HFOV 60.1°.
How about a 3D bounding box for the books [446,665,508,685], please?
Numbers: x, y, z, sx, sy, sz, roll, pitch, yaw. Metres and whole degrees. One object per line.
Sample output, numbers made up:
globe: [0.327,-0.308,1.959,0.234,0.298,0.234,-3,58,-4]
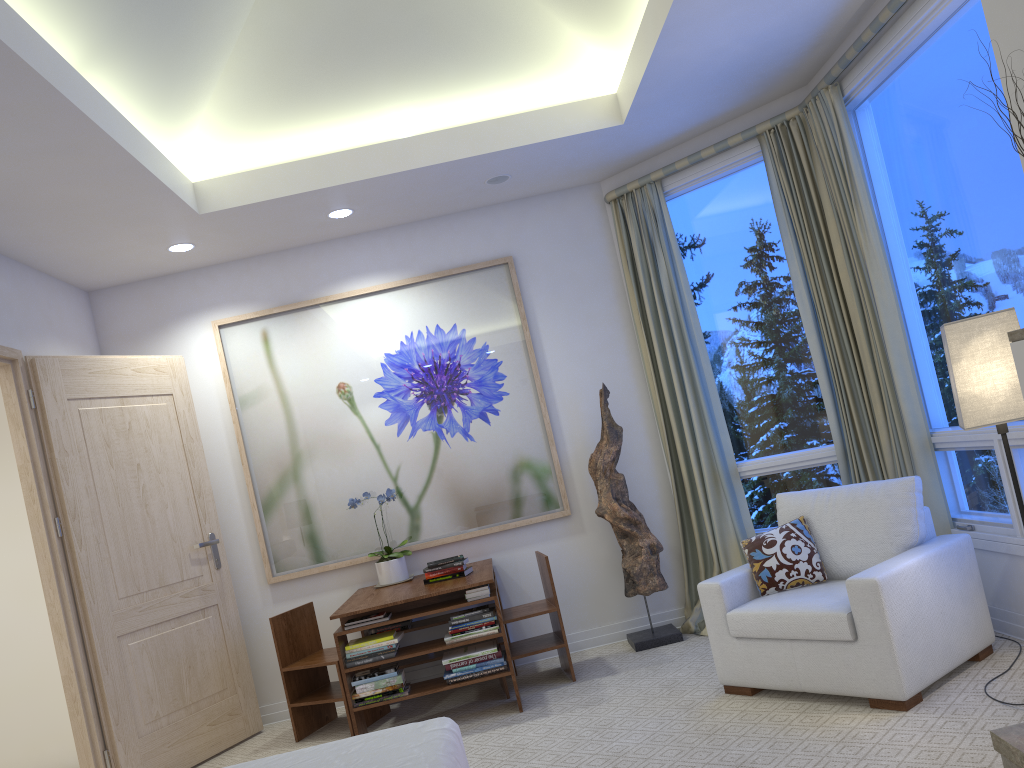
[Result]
books: [-0.158,1.299,4.025,0.276,0.032,0.193,-13,-5,-2]

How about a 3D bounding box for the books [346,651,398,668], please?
books: [-0.627,1.229,3.991,0.217,0.020,0.157,-13,-5,-2]

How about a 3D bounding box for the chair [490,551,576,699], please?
chair: [0.055,1.175,4.380,0.340,0.609,0.341,-12,-3,-8]

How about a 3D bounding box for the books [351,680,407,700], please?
books: [-0.594,1.360,3.970,0.233,0.022,0.142,-13,-5,-2]

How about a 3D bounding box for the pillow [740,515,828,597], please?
pillow: [1.086,0.690,3.563,0.285,0.271,0.187,-13,-3,7]

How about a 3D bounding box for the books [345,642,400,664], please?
books: [-0.627,1.209,3.990,0.234,0.019,0.144,-13,-5,-2]

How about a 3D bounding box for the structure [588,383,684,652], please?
structure: [0.595,0.679,4.675,0.305,1.391,0.264,-13,-2,-2]

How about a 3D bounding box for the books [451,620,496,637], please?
books: [-0.172,1.104,4.016,0.205,0.011,0.148,-13,-5,-2]

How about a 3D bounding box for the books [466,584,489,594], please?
books: [-0.157,0.923,4.012,0.103,0.013,0.143,-13,-5,-3]

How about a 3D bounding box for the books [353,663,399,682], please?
books: [-0.609,1.293,3.973,0.198,0.017,0.114,-13,-5,-2]

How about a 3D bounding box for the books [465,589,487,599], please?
books: [-0.156,0.942,4.017,0.111,0.022,0.154,-13,-5,-3]

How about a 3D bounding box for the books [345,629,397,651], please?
books: [-0.634,1.156,4.001,0.217,0.019,0.157,-13,-5,-2]

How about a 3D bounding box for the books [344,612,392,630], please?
books: [-0.647,1.069,3.998,0.201,0.015,0.140,-13,-5,-2]

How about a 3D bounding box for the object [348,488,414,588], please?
object: [-0.691,0.810,4.687,0.305,0.503,0.216,-13,-2,-3]

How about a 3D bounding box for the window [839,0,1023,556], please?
window: [1.743,-0.383,3.206,0.206,2.023,1.517,-13,-3,-3]

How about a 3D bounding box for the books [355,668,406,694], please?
books: [-0.587,1.331,3.971,0.208,0.036,0.145,-13,-5,-2]

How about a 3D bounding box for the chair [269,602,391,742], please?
chair: [-0.892,1.389,4.366,0.342,0.609,0.339,-14,-3,22]

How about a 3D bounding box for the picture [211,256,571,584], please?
picture: [-0.657,0.188,4.839,1.679,1.458,0.030,-13,-2,-2]

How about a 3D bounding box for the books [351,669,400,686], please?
books: [-0.610,1.310,3.974,0.205,0.018,0.119,-13,-5,-2]

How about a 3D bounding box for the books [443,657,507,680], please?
books: [-0.166,1.277,4.012,0.284,0.018,0.182,-13,-5,-2]

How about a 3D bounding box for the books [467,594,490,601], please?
books: [-0.151,0.958,4.012,0.101,0.012,0.140,-13,-5,-3]

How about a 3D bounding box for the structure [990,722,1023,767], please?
structure: [1.357,0.855,1.491,0.329,0.172,1.459,-13,-5,-3]

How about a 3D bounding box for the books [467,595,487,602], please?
books: [-0.151,0.958,4.011,0.103,0.013,0.143,-13,-5,-3]

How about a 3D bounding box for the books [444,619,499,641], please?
books: [-0.182,1.119,4.028,0.249,0.015,0.180,-13,-5,-2]

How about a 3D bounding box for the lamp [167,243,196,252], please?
lamp: [-1.656,-0.676,4.437,0.136,0.014,0.138,-10,-6,-31]

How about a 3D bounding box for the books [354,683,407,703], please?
books: [-0.588,1.380,3.977,0.217,0.021,0.157,-13,-5,-2]

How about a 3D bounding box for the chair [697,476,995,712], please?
chair: [1.241,0.774,3.422,0.684,0.705,0.812,-10,-4,-37]

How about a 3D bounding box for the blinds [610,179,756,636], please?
blinds: [0.837,0.116,4.651,0.646,2.370,0.293,-14,-2,39]

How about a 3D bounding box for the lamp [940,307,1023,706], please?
lamp: [1.622,0.418,3.260,0.277,1.203,1.530,-13,-4,10]

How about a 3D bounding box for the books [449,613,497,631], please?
books: [-0.176,1.076,4.023,0.217,0.016,0.137,-13,-5,-2]

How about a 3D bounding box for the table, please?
table: [-0.391,1.280,4.355,0.740,0.599,0.903,-13,-4,-3]

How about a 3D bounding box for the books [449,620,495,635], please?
books: [-0.181,1.093,4.018,0.209,0.015,0.146,-13,-5,-2]

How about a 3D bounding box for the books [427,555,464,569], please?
books: [-0.326,0.869,4.338,0.180,0.018,0.126,-12,-5,-7]

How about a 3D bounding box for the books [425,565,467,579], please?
books: [-0.323,0.913,4.338,0.190,0.031,0.132,-13,-5,3]

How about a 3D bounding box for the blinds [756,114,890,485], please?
blinds: [1.497,-0.080,4.079,0.528,2.367,0.268,-15,-3,41]

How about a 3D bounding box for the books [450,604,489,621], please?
books: [-0.190,1.037,4.024,0.177,0.017,0.113,-13,-5,-2]

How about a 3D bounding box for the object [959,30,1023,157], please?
object: [1.197,-0.489,2.063,0.190,0.691,0.192,-14,-2,25]

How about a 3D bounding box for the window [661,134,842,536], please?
window: [1.337,-0.434,1.542,0.813,2.021,6.868,-13,-5,-3]

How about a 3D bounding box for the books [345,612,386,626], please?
books: [-0.662,1.060,4.004,0.174,0.008,0.112,-13,-5,-2]

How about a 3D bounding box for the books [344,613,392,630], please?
books: [-0.647,1.069,3.998,0.201,0.014,0.136,-13,-5,-2]

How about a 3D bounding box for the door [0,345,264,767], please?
door: [-1.878,0.827,3.856,0.361,2.051,1.782,-13,-3,14]

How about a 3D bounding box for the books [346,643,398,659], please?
books: [-0.628,1.190,3.997,0.222,0.020,0.155,-13,-5,-2]

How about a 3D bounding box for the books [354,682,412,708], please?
books: [-0.578,1.397,3.980,0.242,0.019,0.169,-13,-5,-2]

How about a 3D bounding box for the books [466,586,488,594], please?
books: [-0.157,0.923,4.012,0.100,0.012,0.140,-13,-5,-3]

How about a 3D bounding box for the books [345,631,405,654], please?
books: [-0.617,1.170,4.008,0.239,0.019,0.173,-13,-5,3]

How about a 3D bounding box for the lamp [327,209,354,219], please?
lamp: [-0.864,-0.853,4.468,0.136,0.014,0.138,-10,-6,-31]

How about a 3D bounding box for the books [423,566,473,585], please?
books: [-0.311,0.939,4.346,0.213,0.027,0.154,-14,-5,13]

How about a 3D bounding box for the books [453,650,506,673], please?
books: [-0.145,1.256,4.011,0.234,0.018,0.169,-13,-5,3]

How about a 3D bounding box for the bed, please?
bed: [-1.059,1.069,1.435,2.018,0.813,1.975,-13,-4,-3]

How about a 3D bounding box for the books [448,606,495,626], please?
books: [-0.179,1.056,4.025,0.205,0.026,0.125,-13,-5,3]

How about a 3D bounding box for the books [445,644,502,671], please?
books: [-0.174,1.240,4.019,0.257,0.033,0.156,-13,-5,-2]

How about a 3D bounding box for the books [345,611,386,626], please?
books: [-0.662,1.061,4.004,0.177,0.009,0.113,-13,-5,-2]

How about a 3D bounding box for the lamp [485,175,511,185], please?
lamp: [-0.070,-1.031,4.499,0.136,0.014,0.138,-10,-6,-31]

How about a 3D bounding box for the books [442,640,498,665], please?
books: [-0.190,1.218,4.019,0.249,0.022,0.180,-13,-5,-2]

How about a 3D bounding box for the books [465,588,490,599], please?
books: [-0.156,0.942,4.017,0.108,0.020,0.151,-13,-5,-3]

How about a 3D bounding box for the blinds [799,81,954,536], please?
blinds: [1.548,-0.107,3.894,0.266,2.364,0.526,-12,-2,-10]

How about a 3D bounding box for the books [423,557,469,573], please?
books: [-0.323,0.889,4.339,0.205,0.020,0.125,-13,-5,8]

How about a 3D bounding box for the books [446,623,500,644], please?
books: [-0.174,1.132,4.023,0.239,0.017,0.173,-13,-5,3]
